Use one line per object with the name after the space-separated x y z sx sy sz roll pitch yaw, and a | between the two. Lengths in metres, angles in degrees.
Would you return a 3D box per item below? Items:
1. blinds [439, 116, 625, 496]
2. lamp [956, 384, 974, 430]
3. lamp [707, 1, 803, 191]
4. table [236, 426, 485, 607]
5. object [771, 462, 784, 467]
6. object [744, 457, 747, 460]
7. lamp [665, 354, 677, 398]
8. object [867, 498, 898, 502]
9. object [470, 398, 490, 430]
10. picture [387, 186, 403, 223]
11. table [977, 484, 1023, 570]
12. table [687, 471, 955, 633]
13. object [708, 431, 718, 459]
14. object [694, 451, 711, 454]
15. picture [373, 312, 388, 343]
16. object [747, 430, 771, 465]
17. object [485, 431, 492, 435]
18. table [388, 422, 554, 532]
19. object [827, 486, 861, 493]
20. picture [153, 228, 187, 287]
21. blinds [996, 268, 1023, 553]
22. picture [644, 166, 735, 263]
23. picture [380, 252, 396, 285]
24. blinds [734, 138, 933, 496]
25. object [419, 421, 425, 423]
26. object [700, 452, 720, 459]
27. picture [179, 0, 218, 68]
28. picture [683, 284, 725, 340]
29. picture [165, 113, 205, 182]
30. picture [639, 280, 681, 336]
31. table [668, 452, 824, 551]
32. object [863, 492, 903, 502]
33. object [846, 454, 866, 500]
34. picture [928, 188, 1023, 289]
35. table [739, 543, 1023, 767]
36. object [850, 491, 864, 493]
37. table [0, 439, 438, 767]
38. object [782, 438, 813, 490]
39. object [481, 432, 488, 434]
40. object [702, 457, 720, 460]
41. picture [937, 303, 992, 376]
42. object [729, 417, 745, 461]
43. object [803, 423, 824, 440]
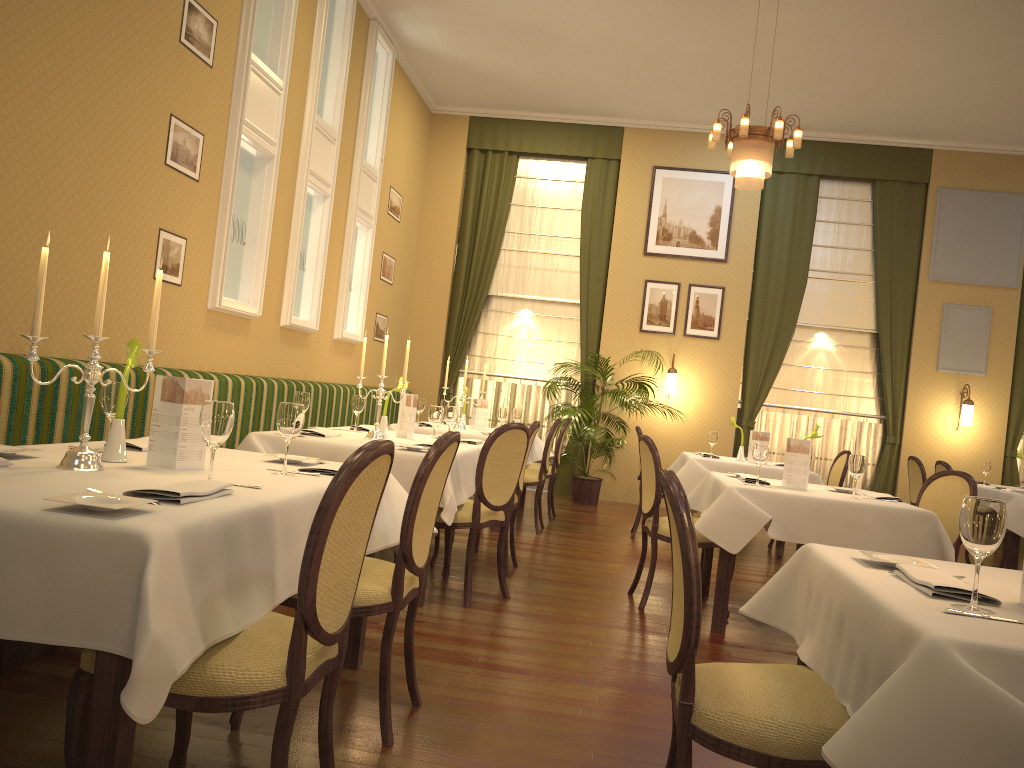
0.186 -1.015 10.641 1.934 4.537 0.225 6 -1 7 | blinds
4.961 0.251 9.764 0.114 0.513 0.323 6 -1 -3 | lamp
1.727 -2.242 6.099 0.593 1.796 0.593 6 -1 5 | lamp
-0.728 0.703 5.315 1.385 0.759 2.152 6 -1 8 | table
2.324 0.695 7.655 0.142 0.024 0.273 6 -1 8 | object
2.127 0.675 7.912 0.160 0.024 0.160 6 -1 8 | object
1.813 -0.098 10.181 0.114 0.513 0.323 6 -1 -3 | lamp
1.957 0.615 4.723 0.185 0.010 0.017 6 -1 8 | object
-0.310 0.276 8.060 0.166 0.277 0.081 6 -1 24 | object
-1.274 -1.955 9.678 0.008 0.294 0.504 6 -1 8 | picture
4.693 1.355 7.990 1.385 0.759 2.152 6 -1 8 | table
1.654 0.968 4.997 1.389 0.759 1.395 6 -1 9 | table
1.695 0.516 7.509 0.088 0.229 0.088 7 -1 -35 | object
1.726 0.631 7.980 0.160 0.024 0.160 6 -1 8 | object
-1.428 -0.608 9.645 0.008 0.294 0.437 6 -1 8 | picture
2.088 0.538 7.499 0.166 0.277 0.081 6 -1 14 | object
-0.151 0.407 7.181 0.160 0.024 0.160 6 -1 8 | object
-0.381 0.782 7.991 1.385 0.759 2.152 6 -1 8 | table
1.875 0.604 5.031 0.160 0.024 0.160 6 -1 8 | object
-2.003 -0.739 5.204 0.008 0.294 0.313 6 -1 8 | picture
6.516 -0.313 9.790 1.876 4.537 0.129 6 -1 8 | blinds
2.078 -1.988 10.354 0.966 1.057 0.027 6 -1 8 | picture
-1.353 -1.255 9.668 0.008 0.294 0.504 6 -1 8 | picture
3.641 -0.632 10.172 1.878 4.537 0.129 6 -1 8 | blinds
-0.746 0.350 7.853 0.160 0.024 0.160 6 -1 8 | object
1.721 0.624 7.709 0.142 0.033 0.273 6 -1 8 | object
-1.848 -2.086 5.242 0.008 0.294 0.401 6 -1 8 | picture
2.233 -0.840 10.304 0.412 0.619 0.022 6 -1 8 | picture
-1.927 -1.386 5.232 0.008 0.294 0.401 6 -1 8 | picture
1.731 -0.895 10.370 0.412 0.619 0.022 6 -1 8 | picture
2.000 1.046 7.672 1.389 0.759 1.395 6 -1 9 | table
2.047 0.623 4.902 0.142 0.024 0.273 6 -1 8 | object
1.803 0.486 4.654 0.088 0.229 0.088 7 -1 -40 | object
5.229 -1.638 9.935 0.966 1.057 0.027 6 -1 8 | picture
1.264 0.879 1.982 1.389 0.759 1.395 6 -1 9 | table
2.022 0.626 5.125 0.181 0.015 0.038 6 -1 9 | object
-1.075 0.624 2.635 1.385 0.759 2.152 6 -1 8 | table
1.547 0.439 4.891 0.081 0.277 0.166 7 -1 -36 | object
-0.179 0.410 7.342 0.181 0.015 0.038 6 -1 9 | object
1.680 0.623 7.423 0.185 0.010 0.017 6 -1 9 | object
5.065 -0.497 9.922 0.512 0.769 0.027 6 -1 8 | picture
1.950 0.474 7.666 0.163 0.375 0.076 6 -1 29 | object
1.652 0.401 4.989 0.163 0.375 0.076 7 -1 -16 | object
